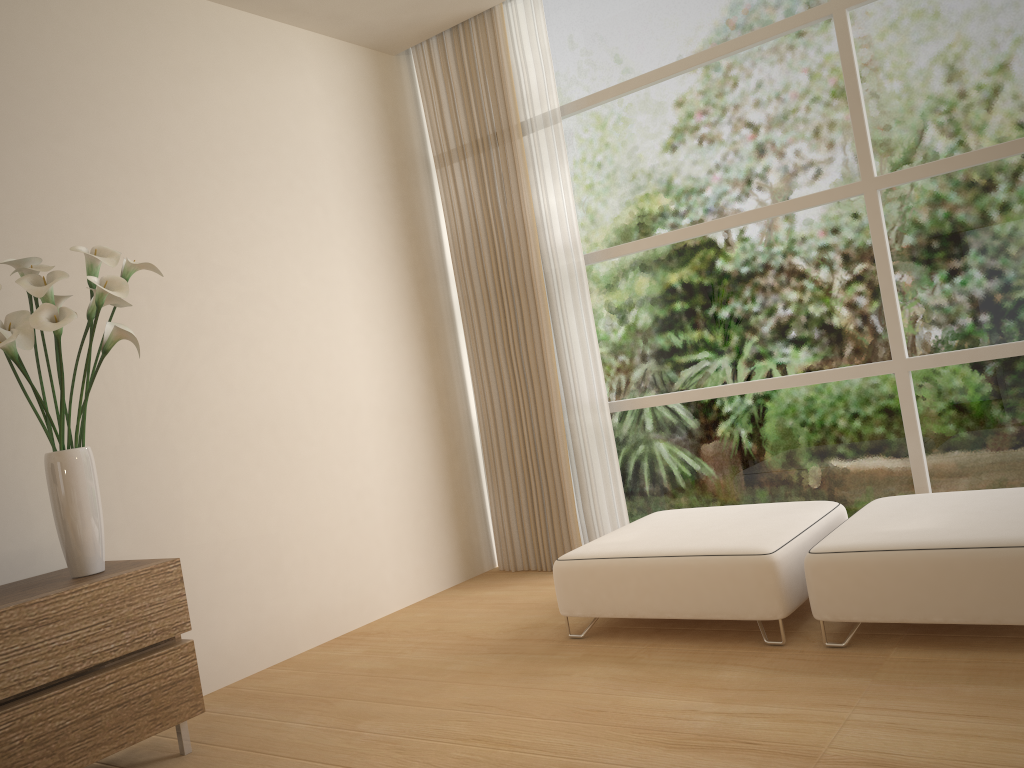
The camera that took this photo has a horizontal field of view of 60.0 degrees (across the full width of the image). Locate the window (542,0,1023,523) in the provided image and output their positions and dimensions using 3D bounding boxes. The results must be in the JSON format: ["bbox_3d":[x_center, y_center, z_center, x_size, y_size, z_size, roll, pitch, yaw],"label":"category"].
[{"bbox_3d":[1.658,-0.917,4.104,4.781,3.371,0.071,-10,0,36],"label":"window"}]

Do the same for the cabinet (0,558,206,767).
[{"bbox_3d":[-2.382,1.132,1.681,0.588,0.662,3.713,-10,0,36],"label":"cabinet"}]

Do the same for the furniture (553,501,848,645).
[{"bbox_3d":[0.818,0.757,3.705,0.965,0.346,0.964,-10,0,36],"label":"furniture"}]

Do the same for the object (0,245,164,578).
[{"bbox_3d":[-1.400,0.083,2.889,0.515,1.085,0.608,-10,0,-6],"label":"object"}]

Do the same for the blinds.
[{"bbox_3d":[-0.007,-0.618,5.014,0.950,3.352,0.211,-10,0,35],"label":"blinds"}]

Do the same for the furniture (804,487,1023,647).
[{"bbox_3d":[1.643,0.613,3.096,0.965,0.346,0.964,-10,0,36],"label":"furniture"}]
